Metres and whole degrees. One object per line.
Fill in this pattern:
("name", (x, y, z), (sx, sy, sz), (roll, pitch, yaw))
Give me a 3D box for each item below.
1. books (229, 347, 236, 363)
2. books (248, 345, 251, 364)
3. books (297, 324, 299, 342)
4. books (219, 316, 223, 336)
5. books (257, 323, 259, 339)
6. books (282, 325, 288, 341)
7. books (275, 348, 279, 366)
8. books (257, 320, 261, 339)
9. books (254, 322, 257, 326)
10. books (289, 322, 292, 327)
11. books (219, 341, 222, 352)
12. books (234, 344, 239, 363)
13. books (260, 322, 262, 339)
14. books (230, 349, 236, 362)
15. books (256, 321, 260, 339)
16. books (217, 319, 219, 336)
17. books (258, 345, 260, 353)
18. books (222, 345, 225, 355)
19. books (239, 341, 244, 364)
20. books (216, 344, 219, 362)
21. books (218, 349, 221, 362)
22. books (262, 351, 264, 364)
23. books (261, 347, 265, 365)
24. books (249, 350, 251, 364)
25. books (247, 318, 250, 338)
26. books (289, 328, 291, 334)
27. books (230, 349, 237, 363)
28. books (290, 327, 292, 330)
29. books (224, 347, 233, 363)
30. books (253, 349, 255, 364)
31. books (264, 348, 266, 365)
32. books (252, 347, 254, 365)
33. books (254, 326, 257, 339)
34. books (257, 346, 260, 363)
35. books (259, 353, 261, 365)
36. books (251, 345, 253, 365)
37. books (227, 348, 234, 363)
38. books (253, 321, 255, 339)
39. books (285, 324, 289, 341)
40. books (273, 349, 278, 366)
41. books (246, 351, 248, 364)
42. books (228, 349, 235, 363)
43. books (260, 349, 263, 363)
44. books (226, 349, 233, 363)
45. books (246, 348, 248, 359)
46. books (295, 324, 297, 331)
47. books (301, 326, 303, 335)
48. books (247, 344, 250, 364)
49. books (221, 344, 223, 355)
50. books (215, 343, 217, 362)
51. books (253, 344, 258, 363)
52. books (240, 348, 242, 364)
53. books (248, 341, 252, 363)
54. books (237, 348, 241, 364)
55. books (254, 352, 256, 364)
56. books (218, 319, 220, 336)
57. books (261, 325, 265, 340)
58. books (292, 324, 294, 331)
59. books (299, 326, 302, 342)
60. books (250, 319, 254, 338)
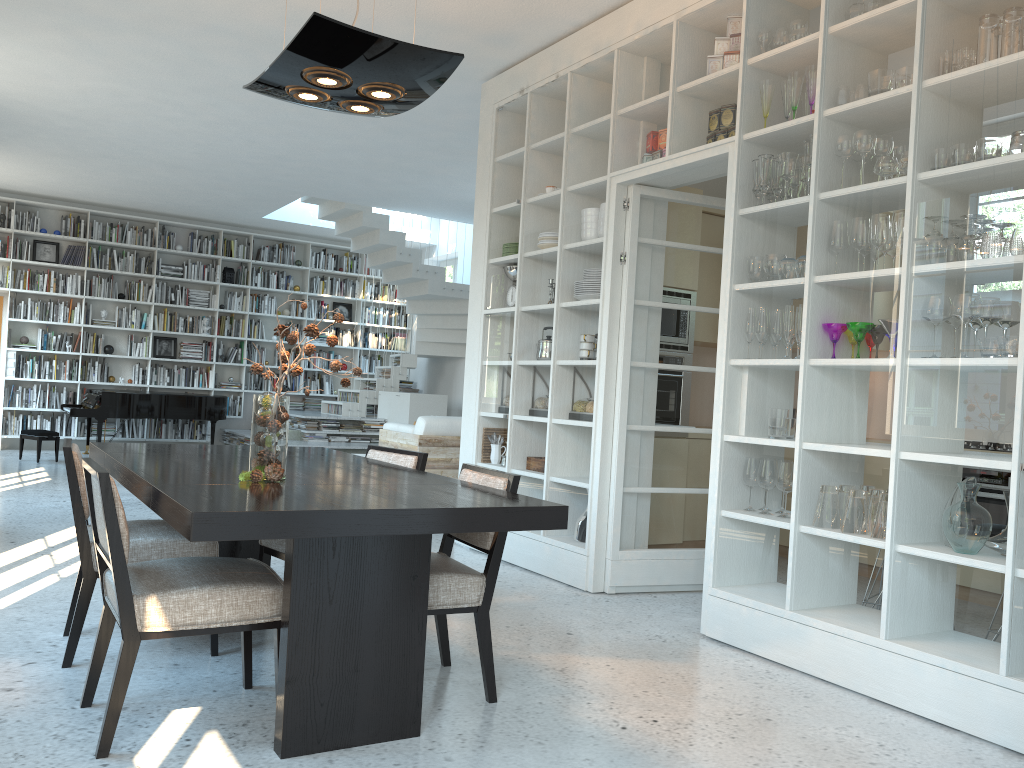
("books", (-3.988, -0.411, 12.601), (0.094, 0.238, 0.149), (3, 0, -31))
("books", (-3.782, -0.420, 12.720), (0.006, 0.281, 0.155), (3, 0, -31))
("books", (-3.173, -0.744, 13.057), (0.012, 0.273, 0.183), (3, 0, -31))
("books", (-4.111, -0.816, 12.503), (0.035, 0.293, 0.145), (3, 0, -31))
("books", (-3.679, -0.762, 12.777), (0.017, 0.243, 0.132), (3, 0, -31))
("books", (-3.335, -0.737, 12.988), (0.056, 0.241, 0.153), (3, 0, -31))
("books", (-3.436, -0.401, 12.953), (0.016, 0.289, 0.131), (3, 0, -31))
("books", (-3.654, -0.783, 12.788), (0.013, 0.287, 0.158), (3, 0, -31))
("books", (-3.706, -0.764, 12.757), (0.008, 0.242, 0.169), (3, 0, -31))
("books", (-3.266, -0.760, 13.032), (0.013, 0.295, 0.154), (3, 0, -31))
("books", (-4.123, -0.456, 12.516), (0.013, 0.307, 0.141), (3, 0, -31))
("books", (-3.930, -0.432, 12.639), (0.013, 0.286, 0.138), (3, 0, -31))
("books", (-3.640, -0.765, 12.807), (0.007, 0.254, 0.161), (3, 0, -31))
("books", (-3.990, -0.398, 12.611), (0.090, 0.215, 0.139), (3, 0, -31))
("books", (-3.664, -0.775, 12.776), (0.006, 0.270, 0.178), (3, 0, -31))
("books", (-4.159, -0.795, 12.492), (0.014, 0.244, 0.145), (3, 0, -31))
("books", (-3.666, -0.414, 12.804), (0.006, 0.285, 0.159), (3, 0, -31))
("books", (-4.099, -0.425, 12.543), (0.035, 0.248, 0.140), (3, 0, -31))
("books", (-3.868, -0.448, 12.662), (0.014, 0.325, 0.182), (3, 0, -31))
("books", (-4.168, -0.432, 12.495), (0.028, 0.253, 0.142), (3, 0, -31))
("books", (-4.136, -0.399, 12.492), (0.027, 0.192, 0.182), (3, 0, -31))
("books", (-3.623, -0.372, 12.817), (0.014, 0.207, 0.180), (3, 0, -31))
("books", (-3.611, -0.398, 12.828), (0.014, 0.261, 0.142), (3, 0, -31))
("books", (-3.780, -0.381, 12.731), (0.013, 0.204, 0.154), (3, 0, -31))
("books", (-3.785, -0.792, 12.698), (0.035, 0.288, 0.191), (3, 0, -31))
("books", (-3.279, -0.719, 13.007), (0.006, 0.210, 0.188), (3, 0, -31))
("books", (-3.974, -0.391, 12.609), (0.091, 0.205, 0.169), (3, 0, -31))
("books", (-3.271, -0.723, 13.012), (0.013, 0.219, 0.187), (3, 0, -31))
("books", (-4.030, -0.408, 12.554), (0.095, 0.228, 0.190), (3, 0, -31))
("books", (-3.731, -0.389, 12.734), (0.011, 0.226, 0.188), (3, 0, -31))
("books", (-3.601, -0.393, 12.836), (0.013, 0.251, 0.172), (3, 0, -31))
("books", (-3.746, -0.401, 12.737), (0.013, 0.248, 0.165), (3, 0, -31))
("books", (-3.704, -0.739, 12.728), (0.017, 0.192, 0.191), (3, 0, -31))
("books", (-3.675, -0.406, 12.780), (0.012, 0.267, 0.183), (3, 0, -31))
("books", (-3.660, -0.360, 12.808), (0.013, 0.179, 0.140), (3, 0, -31))
("books", (-3.751, -0.419, 12.730), (0.005, 0.284, 0.159), (3, 0, -31))
("books", (-4.014, -0.405, 12.593), (0.095, 0.226, 0.144), (3, 0, -31))
("books", (-3.731, -0.772, 12.746), (0.013, 0.256, 0.144), (3, 0, -31))
("books", (-3.299, -0.747, 13.001), (0.021, 0.264, 0.174), (3, 0, -31))
("books", (-3.445, -0.383, 12.933), (0.019, 0.251, 0.130), (3, 0, -31))
("books", (-3.822, -0.376, 12.705), (0.015, 0.188, 0.168), (3, 0, -31))
("books", (-4.003, -0.397, 12.595), (0.090, 0.212, 0.143), (3, 0, -31))
("books", (-3.636, -0.389, 12.812), (0.015, 0.238, 0.176), (3, 0, -31))
("books", (-4.018, -0.398, 12.567), (0.089, 0.210, 0.175), (3, 0, -31))
("books", (-3.814, -0.401, 12.719), (0.011, 0.239, 0.136), (3, 0, -31))
("books", (-3.203, -0.746, 13.065), (0.032, 0.274, 0.154), (3, 0, -31))
("books", (-3.118, -0.726, 13.103), (0.010, 0.245, 0.158), (3, 0, -31))
("books", (-3.793, -0.428, 12.715), (0.018, 0.295, 0.177), (3, 0, -31))
("books", (-4.119, -0.435, 12.530), (0.012, 0.266, 0.157), (3, 0, -31))
("books", (-4.192, -0.438, 12.485), (0.024, 0.263, 0.154), (3, 0, -31))
("books", (-3.699, -0.422, 12.759), (0.014, 0.297, 0.175), (3, 0, -31))
("books", (-3.887, -0.400, 12.655), (0.021, 0.226, 0.148), (3, 0, -31))
("books", (-3.773, -0.449, 12.744), (0.007, 0.342, 0.149), (3, 0, -31))
("books", (-3.903, -0.399, 12.632), (0.029, 0.223, 0.171), (3, 0, -31))
("books", (-3.715, -0.368, 12.753), (0.013, 0.186, 0.183), (3, 0, -31))
("books", (-4.152, -0.796, 12.510), (0.013, 0.247, 0.176), (3, 0, -31))
("books", (-3.602, -0.739, 12.799), (0.051, 0.210, 0.176), (3, 0, -31))
("books", (-3.241, -0.743, 13.032), (0.018, 0.263, 0.165), (3, 0, -31))
("books", (-3.143, -0.731, 13.080), (0.011, 0.252, 0.169), (3, 0, -31))
("books", (-3.739, -0.785, 12.707), (0.013, 0.279, 0.191), (3, 0, -31))
